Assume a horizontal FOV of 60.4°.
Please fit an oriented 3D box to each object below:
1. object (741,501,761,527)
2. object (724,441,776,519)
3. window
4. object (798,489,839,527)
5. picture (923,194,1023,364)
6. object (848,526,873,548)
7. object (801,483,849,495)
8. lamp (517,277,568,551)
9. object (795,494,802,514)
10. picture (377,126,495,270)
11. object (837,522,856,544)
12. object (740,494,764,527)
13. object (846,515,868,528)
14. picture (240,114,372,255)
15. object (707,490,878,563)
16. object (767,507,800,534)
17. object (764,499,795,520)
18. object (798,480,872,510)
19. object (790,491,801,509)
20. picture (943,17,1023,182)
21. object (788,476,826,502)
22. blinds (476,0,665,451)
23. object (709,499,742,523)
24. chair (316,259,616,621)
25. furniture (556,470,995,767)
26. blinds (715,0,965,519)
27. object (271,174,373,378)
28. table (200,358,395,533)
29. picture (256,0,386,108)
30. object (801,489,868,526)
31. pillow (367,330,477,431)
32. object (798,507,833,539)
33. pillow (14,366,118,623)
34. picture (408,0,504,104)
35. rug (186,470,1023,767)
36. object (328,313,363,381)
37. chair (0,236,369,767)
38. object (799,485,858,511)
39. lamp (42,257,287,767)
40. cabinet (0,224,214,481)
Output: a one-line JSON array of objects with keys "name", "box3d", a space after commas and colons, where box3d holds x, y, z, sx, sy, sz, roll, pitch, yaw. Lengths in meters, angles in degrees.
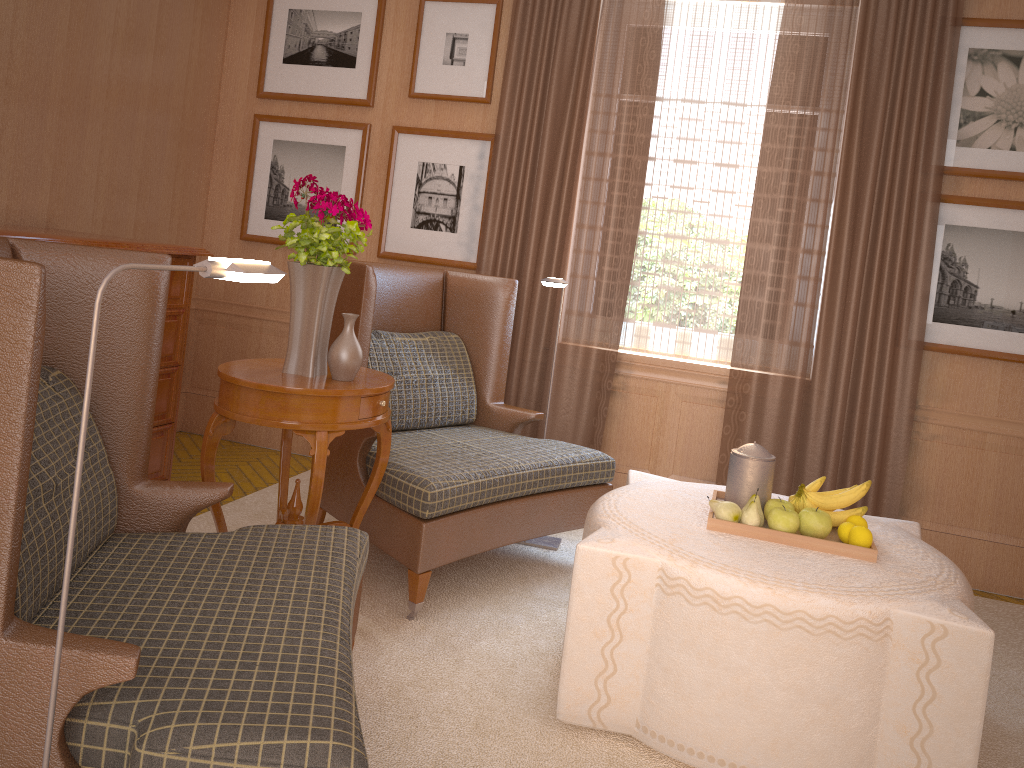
[{"name": "object", "box3d": [1.205, 0.656, 4.429, 0.097, 0.148, 0.099, 4, 4, -39]}, {"name": "object", "box3d": [1.286, 0.503, 4.746, 0.233, 0.391, 0.236, 6, 3, -18]}, {"name": "window", "box3d": [1.748, -1.844, 7.923, 2.443, 3.369, 0.846, 8, 2, 15]}, {"name": "object", "box3d": [1.666, 0.658, 4.655, 0.383, 0.199, 0.062, 5, 3, -20]}, {"name": "picture", "box3d": [3.778, -0.823, 6.908, 1.255, 1.246, 0.047, 8, 2, 15]}, {"name": "object", "box3d": [1.713, 0.763, 4.327, 0.107, 0.133, 0.115, 5, 5, -28]}, {"name": "object", "box3d": [1.673, 0.587, 4.724, 0.406, 0.128, 0.092, 3, 5, -26]}, {"name": "lamp", "box3d": [0.264, 0.208, 6.663, 0.561, 2.021, 0.635, 6, 2, -23]}, {"name": "object", "box3d": [1.610, 0.647, 4.733, 0.062, 0.181, 0.393, 9, 6, 44]}, {"name": "picture", "box3d": [-0.693, -1.731, 8.160, 1.054, 1.246, 0.047, 8, 2, 15]}, {"name": "object", "box3d": [1.694, 0.752, 4.422, 0.111, 0.110, 0.134, 9, 6, 18]}, {"name": "object", "box3d": [1.240, 0.659, 4.541, 0.129, 0.196, 0.131, 4, 4, -39]}, {"name": "object", "box3d": [1.780, 0.743, 4.552, 0.107, 0.133, 0.115, 5, 5, -28]}, {"name": "picture", "box3d": [-2.014, -1.947, 8.529, 1.255, 1.246, 0.047, 8, 2, 15]}, {"name": "object", "box3d": [1.448, 0.730, 4.621, 0.804, 0.059, 0.642, 9, 8, 15]}, {"name": "object", "box3d": [1.362, 0.693, 4.417, 0.156, 0.134, 0.159, 9, 6, 19]}, {"name": "object", "box3d": [1.392, 0.673, 4.585, 0.156, 0.134, 0.159, 9, 6, 19]}, {"name": "object", "box3d": [1.700, 0.577, 4.613, 0.403, 0.169, 0.071, 6, 2, -8]}, {"name": "object", "box3d": [1.554, 0.635, 4.762, 0.072, 0.185, 0.392, 8, 7, 29]}, {"name": "picture", "box3d": [3.950, -2.215, 6.878, 1.255, 1.246, 0.047, 8, 2, 15]}, {"name": "object", "box3d": [1.574, 0.586, 4.754, 0.105, 0.158, 0.375, 10, 7, 38]}, {"name": "blinds", "box3d": [0.401, -1.309, 7.739, 1.435, 4.786, 0.266, 8, 1, 17]}, {"name": "object", "box3d": [1.078, 0.658, 4.498, 0.196, 0.128, 0.133, 11, 6, 35]}, {"name": "chair", "box3d": [-0.468, 0.208, 6.219, 1.738, 1.967, 1.904, 11, 6, 40]}, {"name": "furniture", "box3d": [1.311, 1.192, 4.651, 1.956, 0.896, 1.961, 9, 7, 12]}, {"name": "blinds", "box3d": [2.623, -0.951, 7.121, 1.453, 4.776, 0.266, 8, 1, 14]}, {"name": "object", "box3d": [-1.041, -0.595, 4.810, 0.527, 1.086, 0.456, 8, 2, 14]}, {"name": "table", "box3d": [-1.201, 0.617, 4.864, 0.931, 1.368, 1.039, 8, 4, 22]}, {"name": "picture", "box3d": [-1.842, -3.340, 8.498, 1.255, 1.246, 0.047, 8, 2, 15]}, {"name": "object", "box3d": [1.689, 0.655, 4.602, 0.395, 0.172, 0.073, 6, 2, -9]}, {"name": "pillow", "box3d": [-0.774, -0.033, 6.502, 0.543, 0.704, 1.071, 10, 7, 40]}, {"name": "object", "box3d": [1.523, 0.706, 4.435, 0.171, 0.146, 0.171, 4, 6, -29]}, {"name": "pillow", "box3d": [-1.736, 0.356, 2.981, 0.537, 0.704, 1.085, 6, 6, -10]}, {"name": "picture", "box3d": [-0.525, -3.093, 8.130, 0.808, 0.955, 0.047, 8, 2, 15]}, {"name": "rug", "box3d": [0.030, 1.651, 3.609, 6.020, 0.020, 7.994, 9, 8, 15]}, {"name": "object", "box3d": [-0.893, -0.200, 4.755, 0.185, 0.357, 0.188, 5, 4, -42]}, {"name": "chair", "box3d": [-1.328, 0.557, 3.060, 1.716, 1.967, 1.928, 6, 5, -10]}, {"name": "object", "box3d": [1.665, 0.610, 4.676, 0.374, 0.172, 0.065, 5, 3, -18]}, {"name": "lamp", "box3d": [-1.051, 0.640, 2.524, 0.562, 2.026, 0.634, 7, 2, -14]}, {"name": "cabinet", "box3d": [-3.403, -0.015, 5.511, 1.422, 1.934, 2.778, 8, 6, 15]}]
